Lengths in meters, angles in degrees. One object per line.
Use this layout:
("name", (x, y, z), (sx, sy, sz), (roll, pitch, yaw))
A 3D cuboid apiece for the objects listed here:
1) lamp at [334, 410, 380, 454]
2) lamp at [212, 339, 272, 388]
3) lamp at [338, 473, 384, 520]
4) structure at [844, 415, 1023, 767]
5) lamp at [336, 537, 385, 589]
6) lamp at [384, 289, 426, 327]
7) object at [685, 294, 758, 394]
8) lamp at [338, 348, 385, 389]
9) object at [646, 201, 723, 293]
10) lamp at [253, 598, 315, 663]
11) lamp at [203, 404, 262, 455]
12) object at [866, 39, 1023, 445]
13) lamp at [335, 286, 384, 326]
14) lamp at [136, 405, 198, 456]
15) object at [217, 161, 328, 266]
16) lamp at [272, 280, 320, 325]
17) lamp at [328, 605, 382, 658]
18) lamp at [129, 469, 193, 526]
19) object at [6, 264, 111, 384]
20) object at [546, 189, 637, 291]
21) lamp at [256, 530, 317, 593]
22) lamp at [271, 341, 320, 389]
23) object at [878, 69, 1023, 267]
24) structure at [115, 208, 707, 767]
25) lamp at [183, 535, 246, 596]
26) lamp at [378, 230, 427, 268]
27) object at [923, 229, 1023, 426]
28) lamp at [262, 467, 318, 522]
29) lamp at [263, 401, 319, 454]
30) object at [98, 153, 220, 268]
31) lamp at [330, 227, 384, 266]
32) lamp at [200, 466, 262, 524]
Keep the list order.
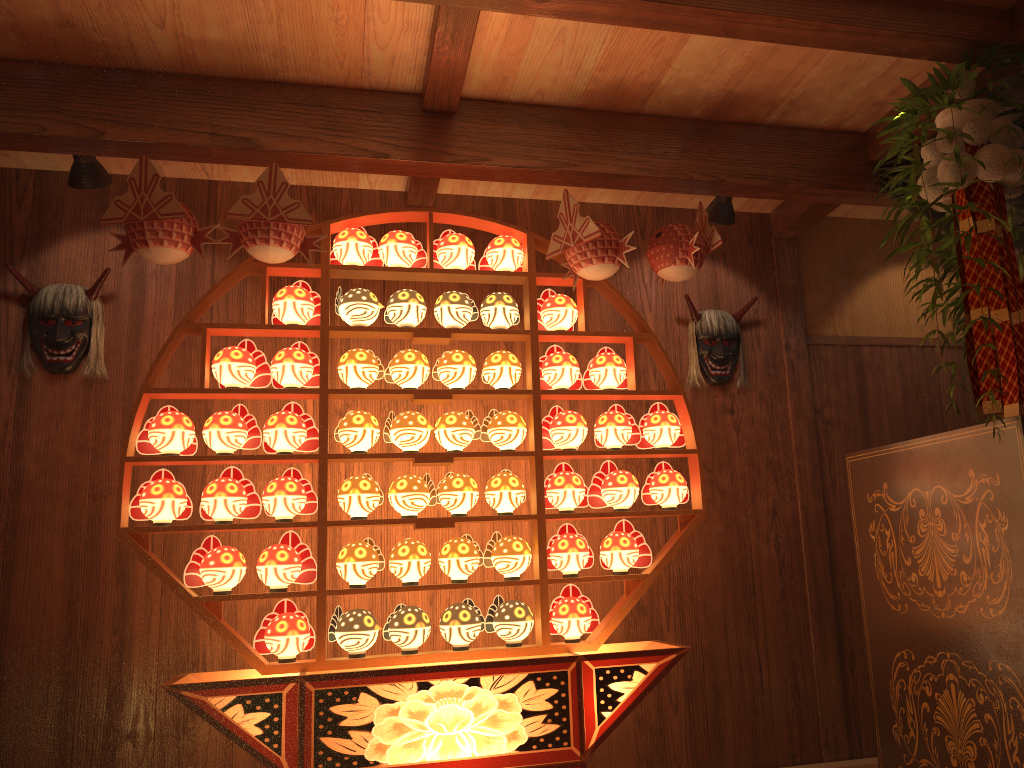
("lamp", (-0.518, 0.159, 3.015), (0.144, 0.167, 0.152), (5, -14, -32))
("lamp", (-0.936, -0.074, 2.964), (0.198, 0.200, 0.159), (-5, -12, 12))
("lamp", (-0.517, 0.376, 2.972), (0.138, 0.167, 0.158), (-4, -12, 8))
("structure", (1.377, 0.779, 2.672), (0.276, 1.249, 0.785), (1, -12, -15))
("lamp", (-0.515, 0.592, 2.929), (0.137, 0.167, 0.160), (-6, -12, 17))
("lamp", (-0.373, -0.267, 3.146), (0.143, 0.161, 0.153), (3, -13, -22))
("object", (0.947, -0.167, 4.005), (0.369, 0.453, 0.135), (1, -12, -14))
("lamp", (-0.536, -0.055, 3.062), (0.137, 0.167, 0.160), (-6, -12, 17))
("object", (0.593, -0.524, 3.199), (0.232, 0.318, 0.360), (1, -12, -17))
("lamp", (-0.718, 0.790, 2.834), (0.199, 0.197, 0.153), (3, -13, -23))
("lamp", (-0.950, 0.146, 2.913), (0.178, 0.191, 0.160), (-6, -12, 17))
("object", (1.419, -0.431, 2.643), (0.584, 1.259, 0.692), (3, -13, -23))
("lamp", (-0.529, -0.269, 3.120), (0.157, 0.167, 0.139), (-3, -12, 2))
("lamp", (-1.103, 0.147, 2.872), (0.195, 0.187, 0.152), (5, -14, -32))
("object", (-0.775, -0.532, 2.854), (0.353, 0.306, 0.212), (0, -12, -13))
("lamp", (-0.757, -0.288, 3.053), (0.200, 0.200, 0.157), (-3, -12, 2))
("lamp", (-0.498, 0.807, 2.889), (0.154, 0.167, 0.142), (-6, -12, 17))
("lamp", (-1.112, 0.358, 2.824), (0.195, 0.195, 0.152), (4, -13, -27))
("object", (-1.704, -0.211, 3.337), (0.369, 0.453, 0.135), (1, -12, -14))
("object", (0.286, -0.514, 3.118), (0.249, 0.314, 0.353), (6, -14, -34))
("lamp", (-0.759, 0.573, 2.866), (0.198, 0.200, 0.159), (-5, -12, 12))
("lamp", (-0.750, -0.071, 3.008), (0.189, 0.195, 0.157), (-3, -12, 2))
("object", (1.626, -0.694, 2.727), (0.096, 0.750, 1.479), (0, -12, -11))
("structure", (-0.268, 0.447, 3.023), (1.993, 2.194, 0.482), (1, -12, -14))
("lamp", (-0.920, 0.577, 2.831), (0.152, 0.193, 0.192), (-11, -15, 36))
("lamp", (-0.417, -0.491, 3.188), (0.166, 0.179, 0.160), (-6, -12, 17))
("object", (1.946, -0.265, 3.551), (0.765, 1.259, 0.526), (4, -13, -27))
("lamp", (-0.752, 0.362, 2.914), (0.182, 0.192, 0.157), (-3, -12, 2))
("lamp", (-0.762, 0.142, 2.959), (0.200, 0.200, 0.157), (-3, -12, 2))
("object", (-1.094, -0.526, 2.765), (0.360, 0.311, 0.241), (-5, -12, 12))
("lamp", (-0.567, -0.503, 3.147), (0.201, 0.200, 0.156), (-2, -12, -3))
("lamp", (-0.935, 0.357, 2.868), (0.201, 0.200, 0.156), (-2, -12, -3))
